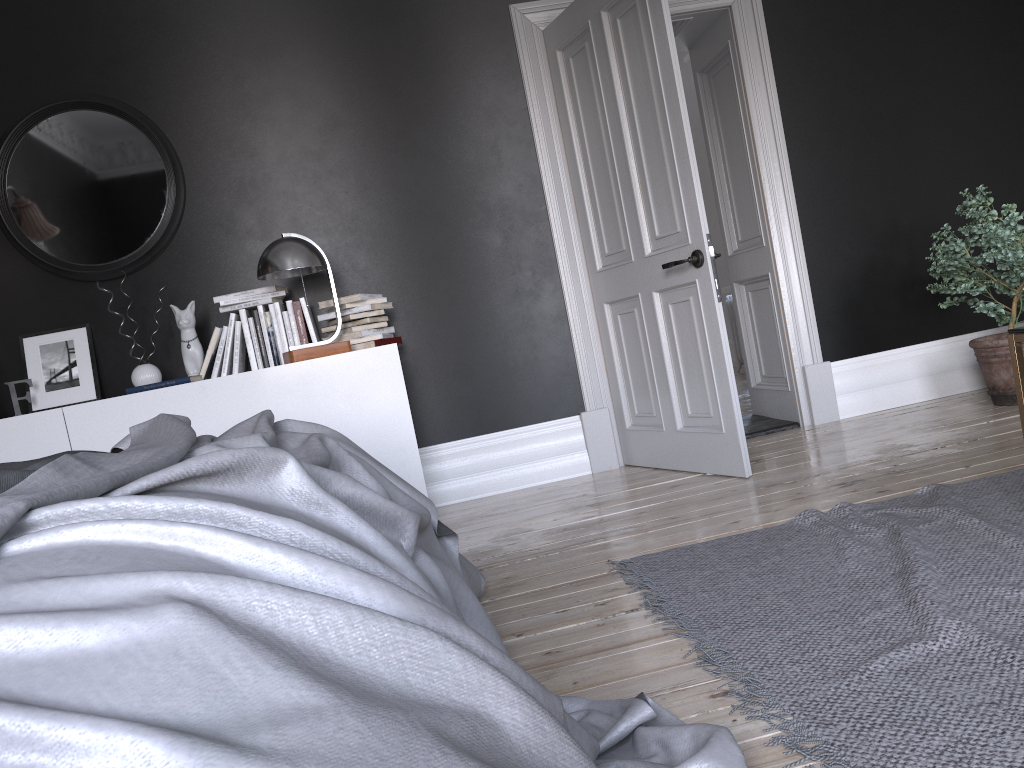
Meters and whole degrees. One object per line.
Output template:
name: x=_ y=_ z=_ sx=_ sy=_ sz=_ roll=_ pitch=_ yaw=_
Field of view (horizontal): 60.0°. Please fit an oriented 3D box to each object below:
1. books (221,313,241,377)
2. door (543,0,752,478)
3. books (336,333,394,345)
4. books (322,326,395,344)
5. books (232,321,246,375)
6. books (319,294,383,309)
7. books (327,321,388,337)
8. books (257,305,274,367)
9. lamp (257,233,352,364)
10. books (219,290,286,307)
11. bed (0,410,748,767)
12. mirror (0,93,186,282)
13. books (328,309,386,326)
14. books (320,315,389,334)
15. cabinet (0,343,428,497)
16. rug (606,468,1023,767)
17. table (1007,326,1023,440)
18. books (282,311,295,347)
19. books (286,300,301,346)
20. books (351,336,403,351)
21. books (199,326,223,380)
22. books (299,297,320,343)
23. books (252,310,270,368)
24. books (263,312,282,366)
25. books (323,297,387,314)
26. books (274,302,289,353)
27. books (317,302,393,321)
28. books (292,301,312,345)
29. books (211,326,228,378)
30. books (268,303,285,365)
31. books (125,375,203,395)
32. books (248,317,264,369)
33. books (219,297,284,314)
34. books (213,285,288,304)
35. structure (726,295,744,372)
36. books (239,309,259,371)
books: x=-1.369 y=-0.188 z=4.337 sx=0.126 sy=0.296 sz=0.220 roll=-12 pitch=4 yaw=-7
door: x=0.628 y=-0.742 z=4.329 sx=0.216 sy=2.377 sz=1.098 roll=-12 pitch=4 yaw=-20
books: x=-0.726 y=-0.217 z=4.401 sx=0.228 sy=0.025 sz=0.318 roll=-11 pitch=3 yaw=3
books: x=-0.759 y=-0.241 z=4.404 sx=0.229 sy=0.031 sz=0.317 roll=-10 pitch=3 yaw=22
books: x=-1.333 y=-0.174 z=4.344 sx=0.091 sy=0.256 sz=0.195 roll=-12 pitch=4 yaw=-7
books: x=-0.794 y=-0.409 z=4.385 sx=0.221 sy=0.030 sz=0.306 roll=-10 pitch=3 yaw=12
books: x=-0.770 y=-0.269 z=4.411 sx=0.202 sy=0.029 sz=0.269 roll=-13 pitch=4 yaw=-37
books: x=-1.194 y=-0.228 z=4.360 sx=0.024 sy=0.308 sz=0.220 roll=-12 pitch=4 yaw=-8
lamp: x=-0.976 y=-0.402 z=4.082 sx=0.340 sy=0.591 sz=0.329 roll=-13 pitch=4 yaw=-27
books: x=-1.271 y=-0.409 z=4.341 sx=0.307 sy=0.024 sz=0.220 roll=-12 pitch=3 yaw=-17
bed: x=-1.436 y=0.356 z=1.504 sx=3.279 sy=1.300 sz=2.766 roll=-12 pitch=3 yaw=-19
mirror: x=-2.110 y=-0.977 z=4.412 sx=0.923 sy=0.925 sz=0.061 roll=-11 pitch=4 yaw=-7
books: x=-0.775 y=-0.329 z=4.405 sx=0.192 sy=0.030 sz=0.290 roll=-13 pitch=3 yaw=-33
books: x=-0.782 y=-0.297 z=4.415 sx=0.290 sy=0.030 sz=0.192 roll=-10 pitch=3 yaw=24
cabinet: x=-1.644 y=0.474 z=4.197 sx=2.395 sy=0.883 sz=0.570 roll=-11 pitch=4 yaw=-7
rug: x=2.166 y=0.263 z=2.152 sx=3.643 sy=0.050 sz=2.104 roll=-11 pitch=3 yaw=-7
table: x=2.181 y=-0.005 z=1.991 sx=1.448 sy=0.559 sz=1.092 roll=-11 pitch=3 yaw=-7
books: x=-1.085 y=-0.226 z=4.377 sx=0.026 sy=0.259 sz=0.195 roll=-12 pitch=4 yaw=-8
books: x=-1.065 y=-0.255 z=4.404 sx=0.030 sy=0.307 sz=0.221 roll=-12 pitch=4 yaw=-8
books: x=-0.713 y=-0.188 z=4.395 sx=0.235 sy=0.038 sz=0.294 roll=-10 pitch=3 yaw=20
books: x=-1.447 y=-0.145 z=4.299 sx=0.158 sy=0.246 sz=0.203 roll=-12 pitch=3 yaw=-7
books: x=-0.986 y=-0.270 z=4.387 sx=0.050 sy=0.308 sz=0.220 roll=-12 pitch=4 yaw=-8
books: x=-1.215 y=-0.214 z=4.333 sx=0.030 sy=0.290 sz=0.193 roll=-12 pitch=4 yaw=-8
books: x=-1.159 y=-0.212 z=4.325 sx=0.029 sy=0.270 sz=0.204 roll=-12 pitch=4 yaw=-8
books: x=-0.788 y=-0.385 z=4.427 sx=0.219 sy=0.024 sz=0.307 roll=-13 pitch=3 yaw=-32
books: x=-1.117 y=-0.243 z=4.370 sx=0.024 sy=0.308 sz=0.220 roll=-12 pitch=4 yaw=-8
books: x=-0.777 y=-0.359 z=4.409 sx=0.307 sy=0.030 sz=0.220 roll=-10 pitch=3 yaw=22
books: x=-1.027 y=-0.256 z=4.384 sx=0.038 sy=0.296 sz=0.235 roll=-12 pitch=4 yaw=-8
books: x=-1.411 y=-0.153 z=4.334 sx=0.132 sy=0.245 sz=0.195 roll=-12 pitch=4 yaw=-7
books: x=-1.147 y=-0.238 z=4.394 sx=0.030 sy=0.307 sz=0.221 roll=-12 pitch=4 yaw=-8
books: x=-1.567 y=0.003 z=4.013 sx=0.289 sy=0.030 sz=0.192 roll=-11 pitch=3 yaw=-2
books: x=-1.243 y=-0.194 z=4.356 sx=0.026 sy=0.259 sz=0.195 roll=-12 pitch=4 yaw=-8
books: x=-1.273 y=-0.384 z=4.344 sx=0.259 sy=0.026 sz=0.195 roll=-11 pitch=3 yaw=3
books: x=-1.282 y=-0.437 z=4.366 sx=0.306 sy=0.030 sz=0.220 roll=-11 pitch=3 yaw=3
structure: x=2.507 y=-0.529 z=8.920 sx=0.276 sy=0.849 sz=1.140 roll=-12 pitch=3 yaw=-8
books: x=-1.283 y=-0.211 z=4.376 sx=0.030 sy=0.307 sz=0.221 roll=-12 pitch=4 yaw=-8
